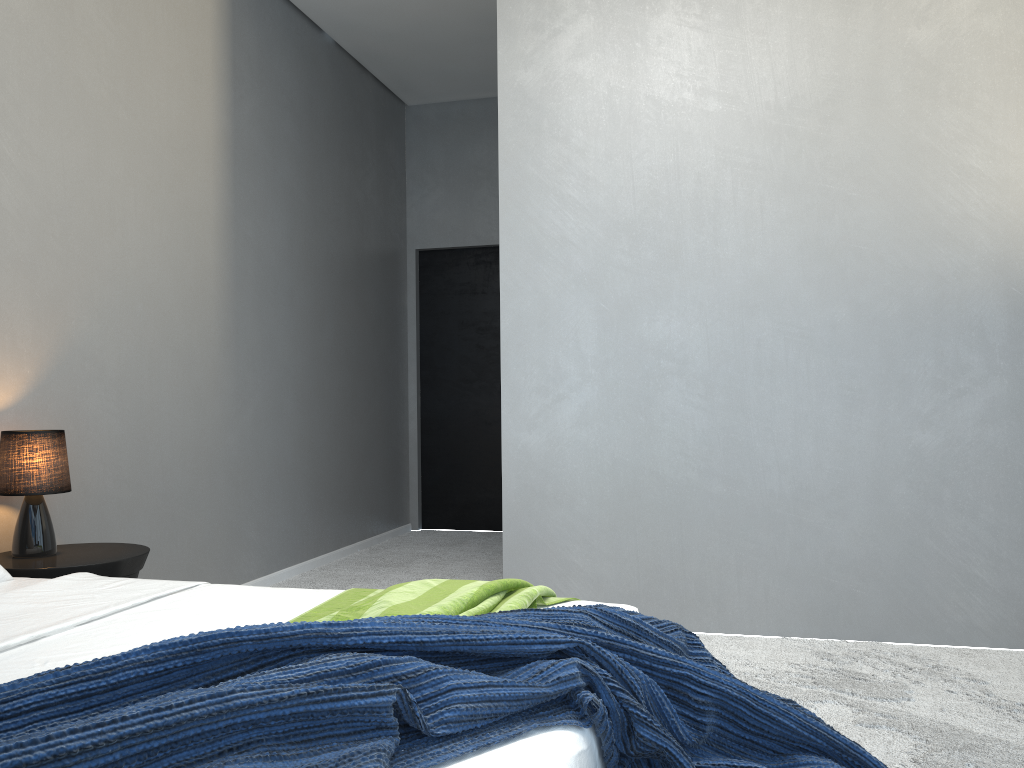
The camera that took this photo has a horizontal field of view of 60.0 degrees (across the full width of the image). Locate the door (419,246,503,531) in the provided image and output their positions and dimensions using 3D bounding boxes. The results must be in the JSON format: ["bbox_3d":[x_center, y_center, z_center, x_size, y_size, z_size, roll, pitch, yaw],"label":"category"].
[{"bbox_3d":[0.126,0.022,5.978,0.677,2.050,1.827,0,-1,-35],"label":"door"}]

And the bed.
[{"bbox_3d":[-0.743,0.484,1.409,2.617,0.933,2.755,-1,-1,15],"label":"bed"}]

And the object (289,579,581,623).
[{"bbox_3d":[-0.284,0.550,1.285,0.646,0.342,2.302,-1,-1,14],"label":"object"}]

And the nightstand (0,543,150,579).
[{"bbox_3d":[-1.429,0.768,2.852,0.497,0.440,0.497,-1,-1,43],"label":"nightstand"}]

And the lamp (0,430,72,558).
[{"bbox_3d":[-1.535,0.349,2.847,0.219,0.400,0.208,-1,0,-5],"label":"lamp"}]

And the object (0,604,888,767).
[{"bbox_3d":[-0.229,0.603,1.105,2.154,0.568,0.685,0,-1,-34],"label":"object"}]
